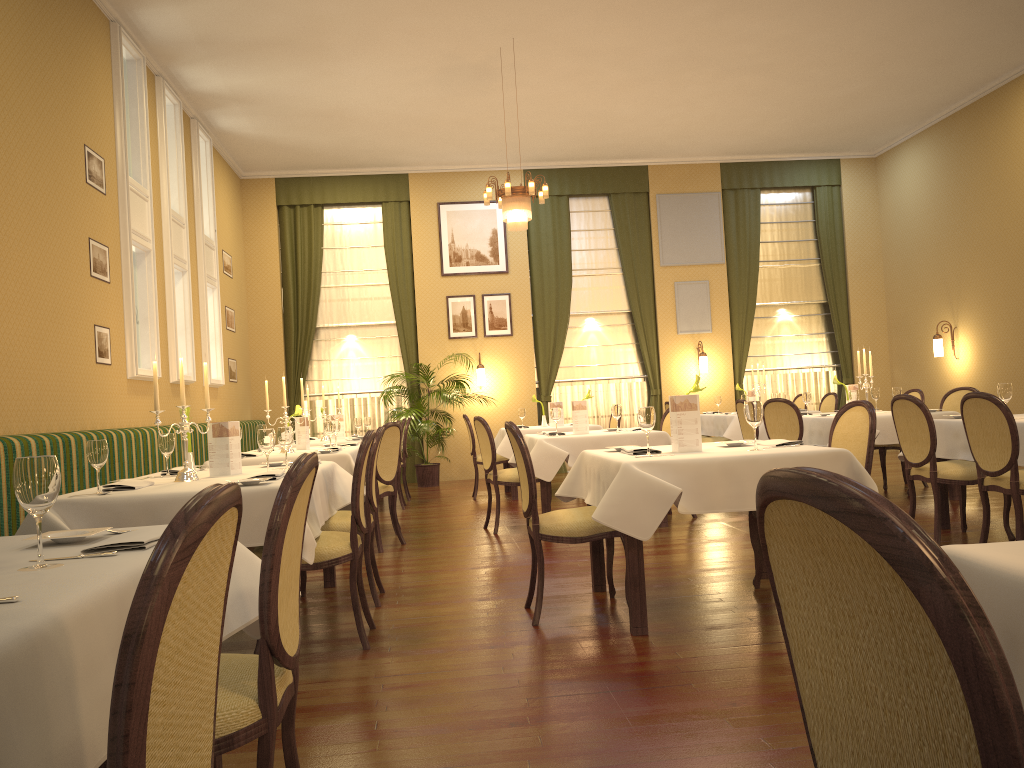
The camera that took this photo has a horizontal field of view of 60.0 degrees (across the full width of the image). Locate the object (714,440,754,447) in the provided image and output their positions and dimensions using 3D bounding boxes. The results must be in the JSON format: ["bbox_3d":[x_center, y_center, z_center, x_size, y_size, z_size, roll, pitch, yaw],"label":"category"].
[{"bbox_3d":[1.127,0.305,4.488,0.160,0.024,0.160,-3,-1,-5],"label":"object"}]

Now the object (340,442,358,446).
[{"bbox_3d":[-1.419,0.529,7.740,0.142,0.024,0.273,-3,-1,-5],"label":"object"}]

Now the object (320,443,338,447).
[{"bbox_3d":[-1.617,0.541,7.827,0.160,0.024,0.160,-3,-1,-5],"label":"object"}]

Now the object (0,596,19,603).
[{"bbox_3d":[-0.910,0.361,1.459,0.185,0.010,0.017,-3,-1,-5],"label":"object"}]

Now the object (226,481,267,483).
[{"bbox_3d":[-1.176,0.431,3.930,0.181,0.015,0.038,-3,-1,-4],"label":"object"}]

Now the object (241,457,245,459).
[{"bbox_3d":[-2.008,0.535,6.393,0.181,0.015,0.038,-3,-1,-4],"label":"object"}]

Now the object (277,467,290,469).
[{"bbox_3d":[-1.221,0.457,4.853,0.185,0.010,0.017,-3,-1,-5],"label":"object"}]

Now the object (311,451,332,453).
[{"bbox_3d":[-1.422,0.506,6.622,0.181,0.015,0.038,-3,-1,-4],"label":"object"}]

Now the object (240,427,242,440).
[{"bbox_3d":[-2.017,0.430,6.483,0.088,0.229,0.088,-5,-2,43],"label":"object"}]

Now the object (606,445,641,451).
[{"bbox_3d":[0.581,0.340,4.644,0.160,0.024,0.160,-3,-1,-5],"label":"object"}]

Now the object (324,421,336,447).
[{"bbox_3d":[-1.430,0.407,6.979,0.088,0.229,0.088,-5,-2,43],"label":"object"}]

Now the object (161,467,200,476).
[{"bbox_3d":[-1.856,0.488,4.972,0.142,0.033,0.273,-3,-1,-5],"label":"object"}]

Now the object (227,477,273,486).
[{"bbox_3d":[-1.113,0.420,3.779,0.160,0.024,0.160,-3,-1,-5],"label":"object"}]

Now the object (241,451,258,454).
[{"bbox_3d":[-2.090,0.550,6.994,0.160,0.024,0.160,-3,-1,-5],"label":"object"}]

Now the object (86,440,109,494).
[{"bbox_3d":[-1.770,0.355,3.792,0.088,0.229,0.088,-5,-2,43],"label":"object"}]

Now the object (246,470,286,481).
[{"bbox_3d":[-1.138,0.426,4.099,0.142,0.033,0.273,-3,-1,-5],"label":"object"}]

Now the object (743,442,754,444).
[{"bbox_3d":[1.251,0.304,4.612,0.181,0.015,0.038,-3,-1,-4],"label":"object"}]

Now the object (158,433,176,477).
[{"bbox_3d":[-1.855,0.382,4.768,0.088,0.229,0.088,-5,-2,43],"label":"object"}]

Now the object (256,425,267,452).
[{"bbox_3d":[-2.101,0.458,7.460,0.088,0.229,0.088,-4,-2,37],"label":"object"}]

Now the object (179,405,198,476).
[{"bbox_3d":[-1.669,0.294,4.565,0.076,0.375,0.163,-3,-1,-23],"label":"object"}]

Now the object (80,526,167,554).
[{"bbox_3d":[-0.904,0.371,2.118,0.142,0.024,0.273,-3,-1,-5],"label":"object"}]

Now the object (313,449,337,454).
[{"bbox_3d":[-1.360,0.495,6.471,0.160,0.024,0.160,-3,-1,-5],"label":"object"}]

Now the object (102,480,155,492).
[{"bbox_3d":[-1.731,0.458,4.009,0.142,0.033,0.273,-3,-1,-5],"label":"object"}]

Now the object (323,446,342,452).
[{"bbox_3d":[-1.384,0.501,6.790,0.142,0.033,0.273,-3,-1,-5],"label":"object"}]

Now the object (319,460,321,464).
[{"bbox_3d":[-1.173,0.453,5.048,0.142,0.024,0.273,-3,-1,-5],"label":"object"}]

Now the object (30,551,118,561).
[{"bbox_3d":[-0.953,0.374,1.924,0.185,0.010,0.017,-3,-1,-5],"label":"object"}]

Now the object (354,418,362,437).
[{"bbox_3d":[-1.676,0.483,9.666,0.088,0.229,0.088,-5,-2,43],"label":"object"}]

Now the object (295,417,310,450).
[{"bbox_3d":[-1.727,0.412,7.393,0.081,0.277,0.166,-2,-2,-44],"label":"object"}]

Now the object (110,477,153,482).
[{"bbox_3d":[-1.844,0.474,4.302,0.160,0.024,0.160,-3,-1,-5],"label":"object"}]

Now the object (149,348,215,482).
[{"bbox_3d":[-1.593,0.147,4.303,0.131,0.655,0.390,-4,-1,14],"label":"object"}]

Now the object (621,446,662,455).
[{"bbox_3d":[0.635,0.328,4.379,0.142,0.033,0.273,-3,-1,-5],"label":"object"}]

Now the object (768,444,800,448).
[{"bbox_3d":[1.275,0.296,4.205,0.185,0.010,0.017,-3,-1,-5],"label":"object"}]

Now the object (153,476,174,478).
[{"bbox_3d":[-1.833,0.488,4.683,0.185,0.010,0.017,-3,-1,-4],"label":"object"}]

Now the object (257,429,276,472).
[{"bbox_3d":[-1.183,0.332,4.288,0.088,0.229,0.088,-5,-2,43],"label":"object"}]

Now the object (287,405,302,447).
[{"bbox_3d":[-1.776,0.359,7.179,0.163,0.375,0.076,-4,-1,17],"label":"object"}]

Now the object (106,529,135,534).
[{"bbox_3d":[-0.977,0.383,2.330,0.181,0.015,0.038,-3,-1,-4],"label":"object"}]

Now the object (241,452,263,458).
[{"bbox_3d":[-1.978,0.534,6.701,0.142,0.033,0.273,-3,-1,-5],"label":"object"}]

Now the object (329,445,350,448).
[{"bbox_3d":[-1.468,0.532,7.545,0.185,0.010,0.017,-3,-1,-5],"label":"object"}]

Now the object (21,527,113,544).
[{"bbox_3d":[-1.101,0.383,2.206,0.160,0.024,0.160,-3,-1,-5],"label":"object"}]

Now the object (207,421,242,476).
[{"bbox_3d":[-1.467,0.333,4.563,0.166,0.277,0.081,-2,-2,-34],"label":"object"}]

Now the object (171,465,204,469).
[{"bbox_3d":[-1.911,0.500,5.237,0.160,0.024,0.160,-3,-1,-5],"label":"object"}]

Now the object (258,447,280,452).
[{"bbox_3d":[-2.103,0.563,7.663,0.142,0.033,0.273,-3,-1,-5],"label":"object"}]

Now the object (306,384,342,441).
[{"bbox_3d":[-2.027,0.292,9.573,0.390,0.655,0.131,-3,-1,0],"label":"object"}]

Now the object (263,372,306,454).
[{"bbox_3d":[-1.781,0.218,6.966,0.390,0.655,0.131,-4,-1,9],"label":"object"}]

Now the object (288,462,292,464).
[{"bbox_3d":[-1.246,0.465,5.260,0.181,0.015,0.038,-3,-1,-4],"label":"object"}]

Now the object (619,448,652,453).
[{"bbox_3d":[0.636,0.339,4.546,0.181,0.015,0.038,-3,-1,-4],"label":"object"}]

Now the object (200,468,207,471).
[{"bbox_3d":[-1.856,0.498,5.139,0.181,0.015,0.038,-3,-1,-4],"label":"object"}]

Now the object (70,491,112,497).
[{"bbox_3d":[-1.761,0.460,3.701,0.181,0.015,0.038,-3,-1,-4],"label":"object"}]

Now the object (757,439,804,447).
[{"bbox_3d":[1.324,0.293,4.400,0.142,0.024,0.273,-3,-1,-5],"label":"object"}]

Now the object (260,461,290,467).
[{"bbox_3d":[-1.370,0.466,5.135,0.160,0.024,0.160,-3,-1,-5],"label":"object"}]

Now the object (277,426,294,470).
[{"bbox_3d":[-1.218,0.345,4.777,0.088,0.229,0.088,-5,-2,43],"label":"object"}]

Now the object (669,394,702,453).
[{"bbox_3d":[0.815,0.193,4.276,0.166,0.277,0.081,-4,-2,41],"label":"object"}]

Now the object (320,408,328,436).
[{"bbox_3d":[-2.091,0.439,9.895,0.076,0.375,0.163,-3,-1,-18],"label":"object"}]

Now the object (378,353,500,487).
[{"bbox_3d":[-1.087,0.477,11.972,1.496,1.807,1.552,-3,-1,-25],"label":"object"}]

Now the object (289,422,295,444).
[{"bbox_3d":[-2.263,0.506,9.171,0.088,0.229,0.088,-5,-2,43],"label":"object"}]

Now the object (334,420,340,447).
[{"bbox_3d":[-1.483,0.421,7.453,0.088,0.229,0.088,-5,-2,43],"label":"object"}]

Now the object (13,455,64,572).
[{"bbox_3d":[-0.976,0.264,1.827,0.088,0.229,0.088,-5,-2,43],"label":"object"}]
